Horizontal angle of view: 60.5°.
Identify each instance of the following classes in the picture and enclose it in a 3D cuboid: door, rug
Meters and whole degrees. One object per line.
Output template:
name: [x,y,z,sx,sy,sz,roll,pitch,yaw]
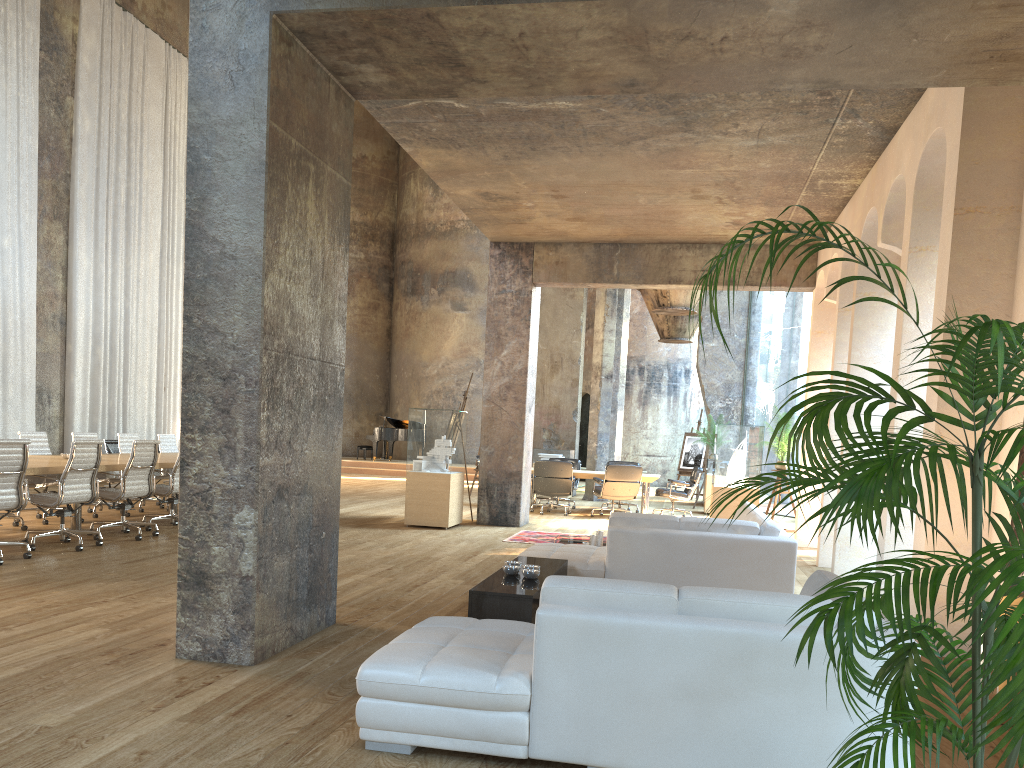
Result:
door: [2.206,1.576,26.057,0.111,2.650,0.895,0,5,-37]
rug: [1.209,1.949,10.810,2.459,0.009,1.343,2,-3,11]

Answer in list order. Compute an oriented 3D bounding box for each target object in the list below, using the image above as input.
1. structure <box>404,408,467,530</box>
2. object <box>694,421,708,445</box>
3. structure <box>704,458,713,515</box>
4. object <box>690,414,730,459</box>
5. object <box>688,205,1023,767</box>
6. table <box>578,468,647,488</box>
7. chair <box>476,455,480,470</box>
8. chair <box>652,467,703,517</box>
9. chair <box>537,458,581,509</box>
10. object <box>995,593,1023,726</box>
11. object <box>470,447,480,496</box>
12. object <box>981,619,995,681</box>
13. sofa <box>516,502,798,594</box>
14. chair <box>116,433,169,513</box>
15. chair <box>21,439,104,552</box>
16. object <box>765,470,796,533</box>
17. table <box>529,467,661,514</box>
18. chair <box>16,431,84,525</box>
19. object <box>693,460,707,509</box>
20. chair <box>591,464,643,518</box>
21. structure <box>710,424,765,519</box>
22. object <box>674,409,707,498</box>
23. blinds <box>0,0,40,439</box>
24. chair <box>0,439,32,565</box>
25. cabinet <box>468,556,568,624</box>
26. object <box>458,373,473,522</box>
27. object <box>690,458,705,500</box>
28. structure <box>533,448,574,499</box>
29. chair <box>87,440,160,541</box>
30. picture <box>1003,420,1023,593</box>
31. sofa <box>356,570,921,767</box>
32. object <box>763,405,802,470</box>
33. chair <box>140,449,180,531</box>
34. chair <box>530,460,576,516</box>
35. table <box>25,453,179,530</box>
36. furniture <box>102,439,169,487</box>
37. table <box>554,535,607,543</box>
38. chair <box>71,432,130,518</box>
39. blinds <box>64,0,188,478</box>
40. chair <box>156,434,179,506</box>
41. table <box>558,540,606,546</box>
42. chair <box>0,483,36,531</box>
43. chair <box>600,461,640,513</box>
structure: [-1.005,1.120,11.691,0.593,1.558,0.739,4,3,11]
object: [4.396,1.196,19.676,0.685,0.946,0.859,4,1,32]
structure: [3.950,1.902,16.218,0.734,1.022,0.740,3,2,11]
object: [3.912,1.031,17.269,0.857,0.947,0.685,3,2,14]
object: [1.114,0.533,2.189,1.398,1.825,1.352,3,2,17]
table: [2.290,2.341,21.206,1.868,0.550,0.939,2,-1,11]
chair: [-0.223,1.702,15.363,0.820,0.899,0.727,3,1,7]
chair: [2.760,1.820,14.786,0.820,0.899,0.727,3,1,5]
chair: [0.851,1.789,15.922,0.728,0.898,0.819,3,1,18]
object: [2.404,1.315,4.206,0.174,0.635,0.236,3,3,-1]
object: [-0.338,1.226,17.612,0.696,2.162,0.684,6,5,43]
object: [2.415,1.424,4.509,0.100,0.455,0.101,6,5,35]
sofa: [1.286,1.424,7.851,2.061,0.726,2.922,2,-3,11]
chair: [-4.936,1.193,11.875,0.697,1.033,0.663,3,2,16]
chair: [-4.220,1.015,8.187,0.697,1.033,0.663,3,2,14]
object: [3.656,1.678,12.246,0.659,0.979,0.566,2,3,-25]
table: [1.294,1.857,15.071,2.406,0.705,1.102,2,-1,11]
chair: [-5.272,1.074,10.131,0.697,1.033,0.663,3,2,16]
object: [4.002,1.986,17.235,0.659,0.979,0.567,1,3,-43]
chair: [1.668,1.736,14.294,0.730,0.898,0.816,3,1,-15]
structure: [3.017,1.335,11.865,0.593,1.558,0.739,4,3,11]
object: [4.351,1.653,20.855,0.697,2.162,0.683,6,5,40]
blinds: [-8.468,-2.955,10.548,0.274,8.702,7.802,4,1,12]
chair: [-4.401,0.951,7.258,0.697,1.033,0.663,3,2,17]
cabinet: [0.061,1.418,5.747,0.395,0.371,1.558,3,-3,11]
object: [-0.843,0.906,12.549,0.684,2.162,0.697,4,4,10]
object: [4.399,2.150,19.713,0.658,0.979,0.567,3,2,5]
structure: [0.847,1.856,18.135,0.742,1.022,0.732,3,2,11]
chair: [-4.048,1.076,9.087,0.697,1.033,0.663,3,2,16]
picture: [2.705,0.216,4.150,0.069,1.782,1.497,4,1,11]
sofa: [0.494,1.145,3.730,2.064,0.726,1.068,2,-1,10]
object: [3.765,0.727,12.168,0.687,0.946,0.855,3,1,2]
chair: [-3.881,1.136,9.969,0.697,1.033,0.663,4,2,19]
chair: [0.671,1.694,14.451,0.729,0.898,0.818,3,1,5]
table: [-4.522,1.269,10.566,1.598,0.762,7.698,3,-3,11]
furniture: [-6.587,1.443,16.049,0.707,0.846,1.868,3,-2,11]
table: [0.873,1.710,8.965,0.858,0.248,0.369,2,-1,11]
chair: [-5.103,1.133,10.993,0.697,1.033,0.663,4,2,19]
blinds: [-6.836,-2.379,19.022,0.274,8.702,7.802,4,1,12]
chair: [-4.764,1.254,12.775,0.697,1.033,0.663,3,2,14]
table: [0.802,1.707,8.604,0.789,0.204,1.108,2,-3,11]
chair: [-5.436,1.013,9.214,0.698,1.033,0.662,3,2,10]
chair: [1.945,1.833,15.715,0.728,0.898,0.819,3,1,12]
